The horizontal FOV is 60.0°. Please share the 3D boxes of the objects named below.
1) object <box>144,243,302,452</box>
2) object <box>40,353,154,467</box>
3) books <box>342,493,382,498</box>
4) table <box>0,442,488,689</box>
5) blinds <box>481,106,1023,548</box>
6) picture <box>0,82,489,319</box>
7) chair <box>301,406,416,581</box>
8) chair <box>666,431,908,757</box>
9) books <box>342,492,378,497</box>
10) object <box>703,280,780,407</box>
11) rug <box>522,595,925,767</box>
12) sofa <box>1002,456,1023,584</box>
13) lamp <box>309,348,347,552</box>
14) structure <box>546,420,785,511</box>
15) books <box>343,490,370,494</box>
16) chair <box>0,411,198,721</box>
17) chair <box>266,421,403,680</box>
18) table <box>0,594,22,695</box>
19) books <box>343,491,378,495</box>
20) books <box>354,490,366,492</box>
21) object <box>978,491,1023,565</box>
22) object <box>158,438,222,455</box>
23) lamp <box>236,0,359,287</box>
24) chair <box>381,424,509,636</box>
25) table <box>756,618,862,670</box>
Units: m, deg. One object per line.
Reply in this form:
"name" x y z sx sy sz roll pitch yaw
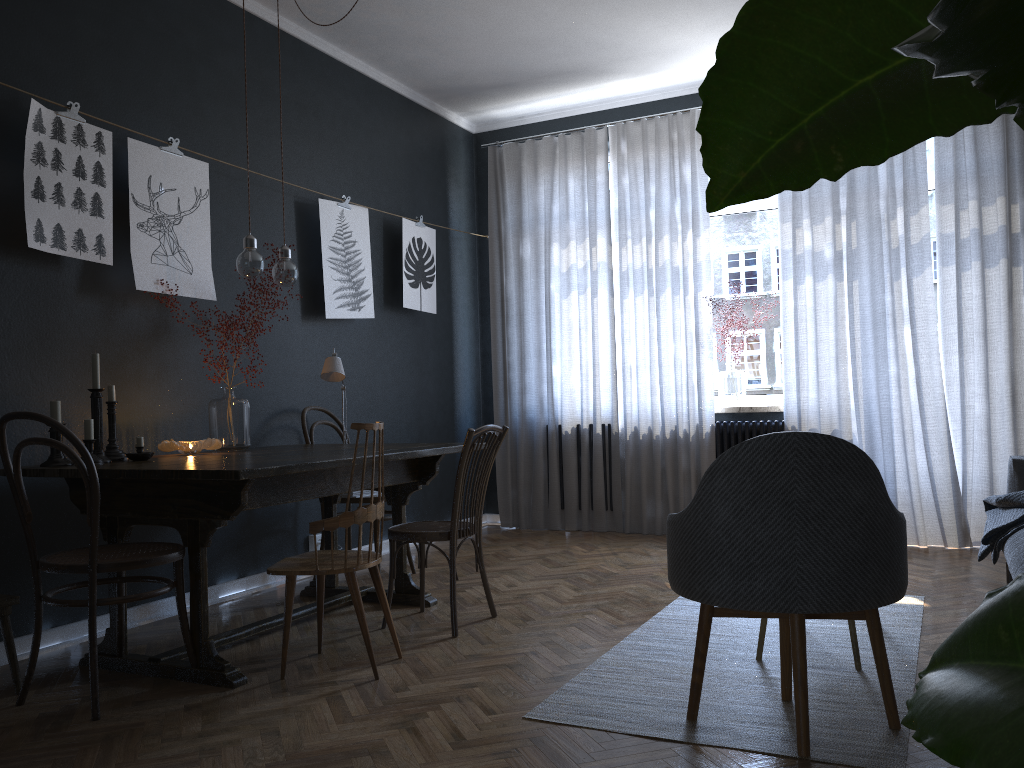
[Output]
"object" -1.286 -0.163 4.014 0.638 0.930 0.557 -2 -1 -3
"object" -1.534 0.085 3.282 0.223 0.419 0.368 -2 -1 27
"books" -0.792 0.575 4.648 0.218 0.008 0.304 -3 -2 33
"table" -0.955 0.646 3.610 1.126 0.727 1.604 -2 -1 26
"blinds" 1.641 -0.423 5.637 3.993 2.788 0.312 -2 -1 26
"picture" -1.138 -0.749 4.644 0.058 0.771 4.457 -2 -1 26
"chair" -0.816 0.568 4.686 0.549 0.920 0.438 -2 -1 24
"chair" 0.759 0.524 2.392 0.645 0.811 0.495 -2 -1 4
"books" -0.793 0.568 4.646 0.218 0.007 0.305 -3 -2 38
"object" 1.462 -0.257 5.826 0.514 0.809 0.599 -2 -1 0
"rug" 0.916 0.944 3.204 1.004 0.013 2.011 -2 -1 26
"sofa" 2.199 0.502 2.955 0.970 0.798 2.340 -2 -1 26
"lamp" -0.896 0.369 4.562 0.242 1.069 0.800 -2 -1 -19
"structure" 1.075 0.557 5.993 1.847 0.600 0.216 -2 -1 26
"books" -0.792 0.552 4.646 0.219 0.013 0.305 -3 -2 38
"chair" -1.329 0.542 2.855 0.438 0.920 0.549 -2 -1 29
"chair" -0.615 0.563 3.092 0.384 0.856 0.456 -2 -1 11
"table" -1.836 0.860 2.817 0.364 0.317 0.369 -2 -1 26
"books" -0.792 0.560 4.648 0.218 0.008 0.304 -3 -2 38
"books" -0.797 0.547 4.650 0.218 0.008 0.288 -3 -2 39
"object" 2.179 0.541 3.607 0.490 0.329 0.666 -2 -1 31
"object" -1.345 0.261 3.707 0.252 0.072 0.254 -2 -1 33
"lamp" -0.563 -1.228 3.197 0.583 1.574 1.591 -1 -1 -33
"chair" -0.277 0.580 3.655 0.467 0.820 0.363 -2 -1 26
"table" 1.122 0.666 3.252 0.339 0.550 0.787 -2 -1 26
